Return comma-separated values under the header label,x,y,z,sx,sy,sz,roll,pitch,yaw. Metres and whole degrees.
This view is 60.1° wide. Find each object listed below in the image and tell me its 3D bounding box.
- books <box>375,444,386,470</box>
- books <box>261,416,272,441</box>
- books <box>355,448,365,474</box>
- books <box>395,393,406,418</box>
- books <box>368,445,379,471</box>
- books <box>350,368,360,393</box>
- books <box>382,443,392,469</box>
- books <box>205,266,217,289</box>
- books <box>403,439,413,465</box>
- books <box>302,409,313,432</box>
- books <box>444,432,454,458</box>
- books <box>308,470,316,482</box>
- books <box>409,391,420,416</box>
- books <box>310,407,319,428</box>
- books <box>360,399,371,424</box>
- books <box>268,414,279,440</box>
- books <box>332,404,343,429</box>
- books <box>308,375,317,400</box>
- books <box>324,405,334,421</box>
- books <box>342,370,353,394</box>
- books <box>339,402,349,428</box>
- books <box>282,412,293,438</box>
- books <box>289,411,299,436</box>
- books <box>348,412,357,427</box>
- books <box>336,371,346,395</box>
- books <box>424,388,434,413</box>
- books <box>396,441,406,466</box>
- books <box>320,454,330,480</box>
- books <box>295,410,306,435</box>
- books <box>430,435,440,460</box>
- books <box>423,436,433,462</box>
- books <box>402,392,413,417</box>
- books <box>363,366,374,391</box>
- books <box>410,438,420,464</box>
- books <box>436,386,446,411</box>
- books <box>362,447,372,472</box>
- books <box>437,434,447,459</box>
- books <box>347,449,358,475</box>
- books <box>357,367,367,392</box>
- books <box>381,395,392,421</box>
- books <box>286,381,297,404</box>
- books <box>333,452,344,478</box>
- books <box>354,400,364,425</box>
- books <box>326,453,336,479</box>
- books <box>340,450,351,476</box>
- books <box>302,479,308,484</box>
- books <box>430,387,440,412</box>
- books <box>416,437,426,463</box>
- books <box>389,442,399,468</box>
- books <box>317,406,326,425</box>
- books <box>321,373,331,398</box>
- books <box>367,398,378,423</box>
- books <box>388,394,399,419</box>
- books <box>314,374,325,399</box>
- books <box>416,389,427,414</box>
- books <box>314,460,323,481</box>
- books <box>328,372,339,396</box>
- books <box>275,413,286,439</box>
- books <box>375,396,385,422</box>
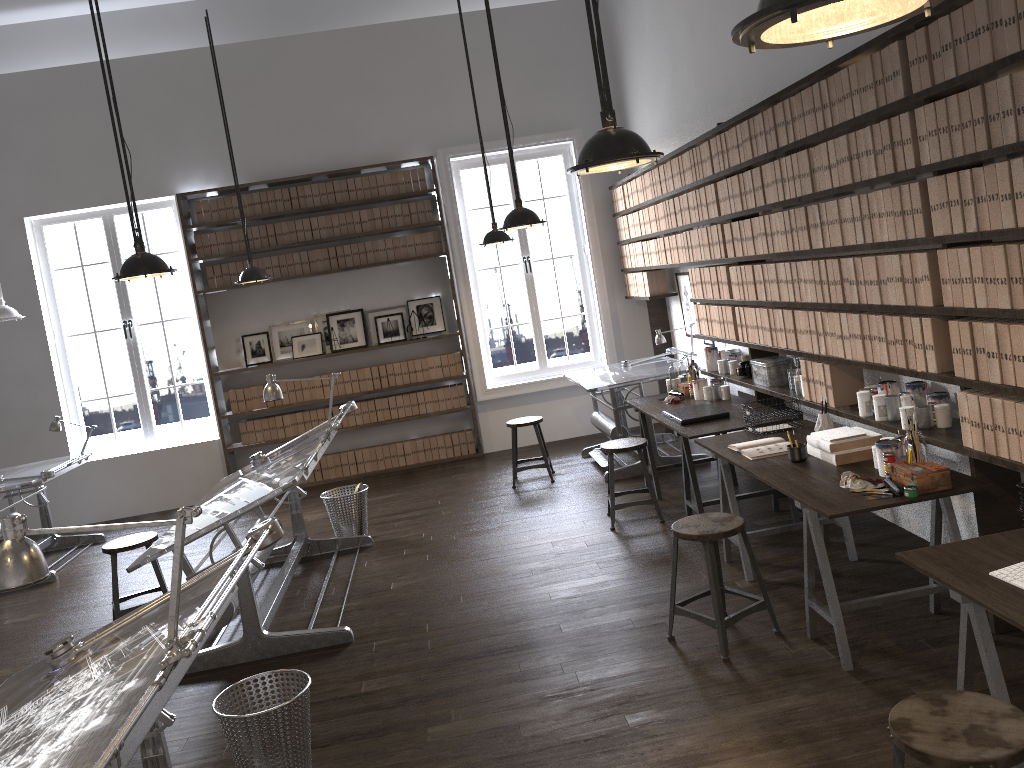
label,x,y,z,sx,sy,sz,roll,pitch,yaw
books,-1.322,0.737,8.907,0.067,0.225,0.175,-9,5,-4
books,-2.427,0.440,8.791,0.067,0.225,0.175,-9,5,-4
books,-1.520,0.771,8.890,0.067,0.225,0.175,-9,5,-4
books,-1.118,0.215,8.900,0.067,0.225,0.175,-9,5,-4
books,-1.388,0.748,8.905,0.067,0.225,0.175,-10,5,-5
books,-1.563,-0.033,8.841,0.067,0.225,0.175,-9,5,-4
books,-1.254,0.724,8.919,0.067,0.225,0.175,-9,5,-4
books,-2.926,-1.038,8.661,0.067,0.225,0.175,-10,5,-5
books,-1.045,0.689,8.934,0.067,0.225,0.175,-9,5,-4
books,-2.025,0.371,8.825,0.067,0.225,0.175,-9,5,-4
books,-0.642,0.619,8.972,0.067,0.225,0.175,-10,5,-5
books,-2.010,0.854,8.853,0.067,0.225,0.175,-9,5,-4
books,-0.981,0.192,8.914,0.067,0.225,0.175,-10,5,-5
books,-1.955,0.359,8.831,0.067,0.225,0.175,-9,5,-4
books,-1.465,0.274,8.874,0.067,0.225,0.175,-9,5,-4
books,-2.359,0.428,8.795,0.067,0.225,0.175,-9,5,-4
books,-1.741,0.323,8.844,0.067,0.225,0.175,-9,5,-4
books,-1.974,0.037,8.810,0.067,0.225,0.175,-10,5,-5
books,-1.816,0.335,8.843,0.067,0.225,0.175,-10,5,-5
books,-1.634,-0.021,8.838,0.067,0.225,0.175,-9,5,-4
books,-1.669,0.310,8.856,0.067,0.225,0.175,-10,5,-5
books,-2.218,0.404,8.805,0.067,0.225,0.175,-9,5,-4
books,-2.157,0.393,8.812,0.067,0.225,0.175,-9,5,-4
books,-1.604,0.299,8.855,0.067,0.225,0.175,-10,5,-5
books,-1.703,-0.010,8.836,0.067,0.225,0.175,-10,5,-5
books,-0.841,0.168,8.925,0.067,0.225,0.175,-10,5,-5
books,-1.116,0.701,8.926,0.067,0.225,0.175,-10,5,-5
books,-1.863,0.829,8.866,0.067,0.225,0.175,-9,5,-4
books,-2.090,0.383,8.813,0.067,0.225,0.175,-10,5,-5
books,-0.781,0.643,8.959,0.067,0.225,0.175,-9,5,-4
books,-0.851,0.655,8.953,0.067,0.225,0.175,-9,5,-4
books,-1.050,0.203,8.910,0.067,0.225,0.175,-10,5,-5
books,-1.430,-0.056,8.856,0.067,0.225,0.175,-9,5,-4
books,-0.983,0.678,8.941,0.067,0.225,0.175,-9,5,-4
books,-0.713,0.146,8.933,0.067,0.225,0.175,-9,5,-4
books,-1.449,0.758,8.898,0.067,0.225,0.175,-10,5,-5
books,-0.711,0.632,8.961,0.067,0.225,0.175,-10,5,-5
books,-1.594,0.783,8.886,0.067,0.225,0.175,-10,5,-5
books,-1.492,-0.045,8.847,0.067,0.225,0.175,-10,5,-5
books,-1.260,0.240,8.885,0.067,0.225,0.175,-10,5,-5
books,-2.176,0.071,8.794,0.067,0.225,0.175,-10,5,-5
books,-1.736,0.808,8.870,0.067,0.225,0.175,-9,5,-4
books,-1.533,0.287,8.864,0.067,0.225,0.175,-10,5,-5
books,-1.798,0.818,8.869,0.067,0.225,0.175,-10,5,-5
books,-1.665,0.796,8.876,0.067,0.225,0.175,-10,5,-5
books,-2.079,0.866,8.843,0.067,0.225,0.175,-9,5,-4
books,-0.779,0.157,8.932,0.067,0.225,0.175,-10,5,-5
books,-0.917,0.667,8.942,0.067,0.225,0.175,-10,5,-5
books,-1.185,0.713,8.923,0.067,0.225,0.175,-9,5,-4
books,-1.885,0.347,8.833,0.067,0.225,0.175,-10,5,-5
books,-1.841,0.015,8.818,0.067,0.225,0.175,-9,5,-4
books,-1.396,0.263,8.878,0.067,0.225,0.175,-9,5,-4
books,-1.189,0.228,8.891,0.067,0.225,0.175,-9,5,-4
books,-1.912,0.027,8.814,0.067,0.225,0.175,-10,5,-5
books,-0.912,0.180,8.916,0.067,0.225,0.175,-9,5,-4
books,-1.935,0.842,8.854,0.067,0.225,0.175,-10,5,-5
books,-1.772,0.002,8.828,0.067,0.225,0.175,-10,5,-5
books,-2.289,0.416,8.797,0.067,0.225,0.175,-10,5,-5
books,-1.323,0.250,8.884,0.067,0.225,0.175,-9,5,-4
